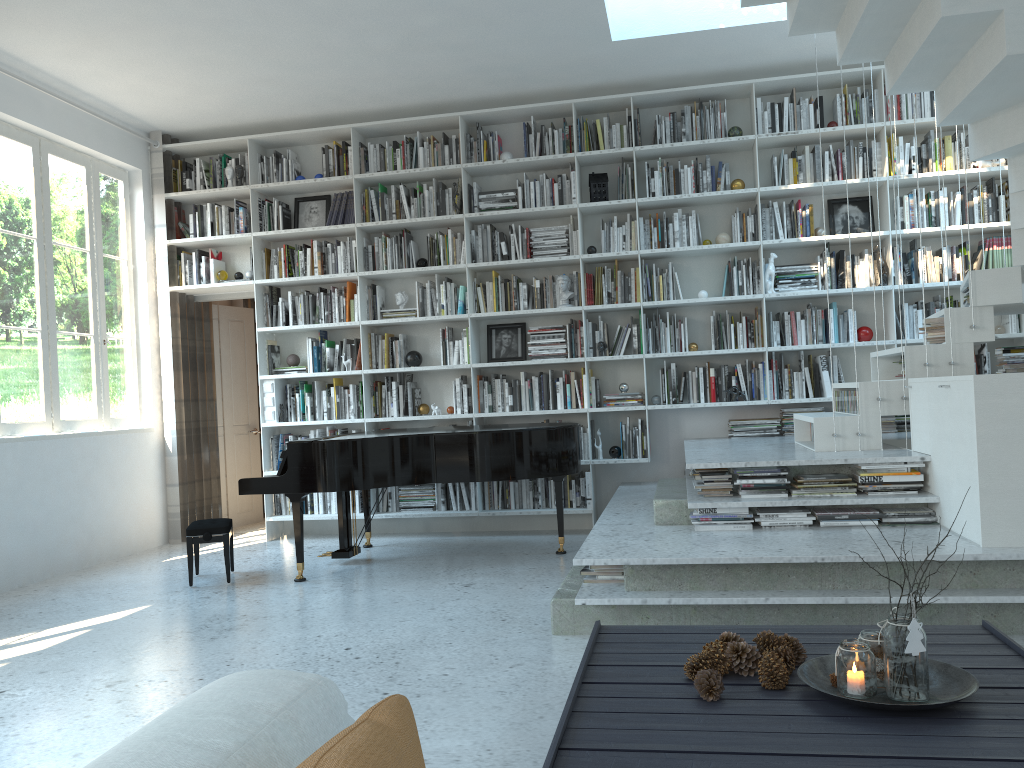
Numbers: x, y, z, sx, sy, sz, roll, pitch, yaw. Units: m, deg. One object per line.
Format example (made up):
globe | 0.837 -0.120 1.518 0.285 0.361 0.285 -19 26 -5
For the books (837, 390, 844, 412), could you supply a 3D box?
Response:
books | 2.000 0.100 5.262 0.125 0.125 0.008 -3 0 11

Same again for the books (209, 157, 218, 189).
books | -2.357 -1.651 7.090 0.039 0.282 0.181 -3 0 11

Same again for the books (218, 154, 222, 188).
books | -2.301 -1.664 7.084 0.014 0.304 0.145 -3 0 11

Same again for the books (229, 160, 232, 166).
books | -2.197 -1.639 7.057 0.025 0.244 0.167 -3 0 11

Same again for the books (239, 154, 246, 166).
books | -2.128 -1.667 7.063 0.013 0.292 0.154 -3 0 11

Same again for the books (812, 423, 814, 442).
books | 1.866 0.281 5.305 0.125 0.125 0.008 -3 0 11

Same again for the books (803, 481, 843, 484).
books | 1.496 0.470 4.288 0.179 0.010 0.160 -3 -1 13

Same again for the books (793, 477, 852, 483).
books | 1.494 0.458 4.283 0.245 0.013 0.172 -3 -1 10

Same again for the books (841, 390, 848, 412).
books | 1.975 0.099 5.132 0.125 0.125 0.008 -3 0 11

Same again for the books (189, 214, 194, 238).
books | -2.535 -1.241 7.135 0.034 0.218 0.166 -3 -1 11

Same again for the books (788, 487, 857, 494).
books | 1.499 0.512 4.297 0.293 0.014 0.133 -3 -1 8

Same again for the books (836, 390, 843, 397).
books | 2.007 0.100 5.300 0.125 0.125 0.008 -3 0 11

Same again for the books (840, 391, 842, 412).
books | 1.981 0.099 5.161 0.125 0.125 0.008 -3 0 11

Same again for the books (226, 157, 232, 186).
books | -2.234 -1.653 7.078 0.013 0.275 0.158 -3 0 11

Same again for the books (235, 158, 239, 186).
books | -2.149 -1.650 7.055 0.027 0.259 0.147 -3 0 11

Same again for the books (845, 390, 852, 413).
books | 1.952 0.098 5.007 0.125 0.125 0.008 -3 0 11

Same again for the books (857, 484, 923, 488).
books | 1.786 0.475 4.214 0.281 0.008 0.181 -3 -1 16

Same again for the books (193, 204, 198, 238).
books | -2.514 -1.282 7.133 0.011 0.296 0.162 -3 0 11

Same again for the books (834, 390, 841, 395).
books | 2.019 0.100 5.365 0.125 0.125 0.008 -3 0 11

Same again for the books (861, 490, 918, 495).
books | 1.790 0.509 4.223 0.220 0.011 0.177 -3 -1 9

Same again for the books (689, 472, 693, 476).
books | 1.194 0.548 5.482 0.182 0.011 0.253 -3 -1 15

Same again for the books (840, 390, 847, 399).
books | 1.982 0.099 5.170 0.125 0.125 0.008 -3 0 11

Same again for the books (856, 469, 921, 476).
books | 1.784 0.421 4.218 0.261 0.012 0.179 -3 -1 15

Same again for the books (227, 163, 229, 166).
books | -2.216 -1.630 7.074 0.021 0.226 0.156 -3 0 11

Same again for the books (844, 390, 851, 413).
books | 1.958 0.098 5.040 0.125 0.125 0.007 -3 0 11

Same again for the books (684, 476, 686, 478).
books | 1.218 0.617 5.779 0.181 0.017 0.250 -3 -1 8

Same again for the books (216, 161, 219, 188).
books | -2.319 -1.640 7.102 0.030 0.257 0.130 -3 0 11

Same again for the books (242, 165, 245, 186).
books | -2.109 -1.624 7.055 0.023 0.205 0.146 -3 0 11

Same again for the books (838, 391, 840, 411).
books | 1.992 0.099 5.223 0.125 0.125 0.007 -3 0 11

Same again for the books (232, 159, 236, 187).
books | -2.172 -1.645 7.062 0.021 0.253 0.179 -3 0 11

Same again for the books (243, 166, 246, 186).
books | -2.084 -1.616 7.047 0.028 0.185 0.167 -3 -1 11

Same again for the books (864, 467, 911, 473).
books | 1.785 0.403 4.225 0.192 0.024 0.167 -3 -1 16

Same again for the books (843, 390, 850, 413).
books | 1.963 0.098 5.071 0.125 0.125 0.010 -3 0 11

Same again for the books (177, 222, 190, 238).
books | -2.609 -1.216 7.160 0.121 0.176 0.129 -3 -1 11

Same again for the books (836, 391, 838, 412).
books | 2.005 0.100 5.292 0.125 0.125 0.007 -3 0 11

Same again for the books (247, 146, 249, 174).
books | -2.046 -1.694 7.034 0.014 0.337 0.168 -3 0 11

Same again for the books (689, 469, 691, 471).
books | 1.248 0.548 5.765 0.190 0.012 0.235 -3 -1 9

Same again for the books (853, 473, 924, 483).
books | 1.787 0.442 4.225 0.284 0.030 0.177 -3 -1 12

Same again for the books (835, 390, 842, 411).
books | 2.012 0.100 5.329 0.125 0.125 0.008 -3 0 11

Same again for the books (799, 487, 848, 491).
books | 1.496 0.497 4.281 0.214 0.015 0.177 -3 -1 12

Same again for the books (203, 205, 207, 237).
books | -2.426 -1.282 7.120 0.028 0.288 0.132 -3 0 11

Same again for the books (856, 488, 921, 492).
books | 1.791 0.500 4.233 0.259 0.009 0.152 -3 -1 8

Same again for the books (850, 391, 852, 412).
books | 1.924 0.097 4.862 0.125 0.125 0.018 -3 0 11

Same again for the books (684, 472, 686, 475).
books | 1.337 0.636 6.389 0.184 0.006 0.262 -3 -1 12

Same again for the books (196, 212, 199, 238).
books | -2.475 -1.250 7.112 0.023 0.228 0.171 -3 -1 11

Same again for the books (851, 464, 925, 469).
books | 1.782 0.385 4.214 0.285 0.013 0.181 -3 -1 6

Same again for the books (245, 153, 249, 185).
books | -2.062 -1.668 7.042 0.022 0.286 0.175 -3 0 11

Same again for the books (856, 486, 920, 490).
books | 1.792 0.487 4.239 0.262 0.016 0.132 -3 -1 6

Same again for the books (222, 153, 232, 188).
books | -2.278 -1.670 7.090 0.029 0.314 0.129 -3 0 11

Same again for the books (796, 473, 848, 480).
books | 1.492 0.446 4.277 0.203 0.011 0.173 -3 -1 6

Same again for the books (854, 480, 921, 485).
books | 1.790 0.464 4.234 0.268 0.014 0.160 -3 -1 10

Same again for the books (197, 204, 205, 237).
books | -2.455 -1.278 7.103 0.023 0.282 0.186 -3 0 11

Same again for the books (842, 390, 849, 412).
books | 1.968 0.098 5.097 0.125 0.125 0.010 -3 0 11

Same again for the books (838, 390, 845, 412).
books | 1.994 0.099 5.232 0.125 0.125 0.010 -3 0 11

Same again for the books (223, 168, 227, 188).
books | -2.251 -1.608 7.075 0.024 0.187 0.159 -3 -1 11

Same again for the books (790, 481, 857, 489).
books | 1.492 0.482 4.266 0.273 0.014 0.187 -3 -1 6

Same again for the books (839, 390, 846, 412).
books | 1.986 0.099 5.192 0.125 0.125 0.008 -3 0 11

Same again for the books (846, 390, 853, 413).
books | 1.946 0.097 4.978 0.125 0.125 0.008 -3 0 11
